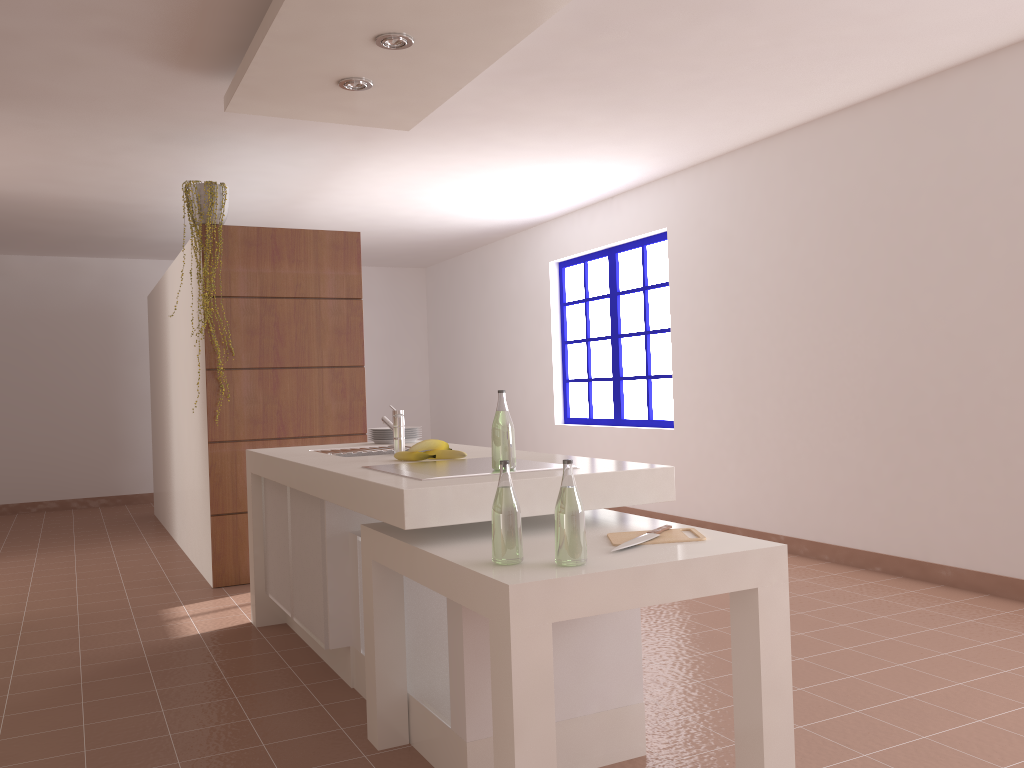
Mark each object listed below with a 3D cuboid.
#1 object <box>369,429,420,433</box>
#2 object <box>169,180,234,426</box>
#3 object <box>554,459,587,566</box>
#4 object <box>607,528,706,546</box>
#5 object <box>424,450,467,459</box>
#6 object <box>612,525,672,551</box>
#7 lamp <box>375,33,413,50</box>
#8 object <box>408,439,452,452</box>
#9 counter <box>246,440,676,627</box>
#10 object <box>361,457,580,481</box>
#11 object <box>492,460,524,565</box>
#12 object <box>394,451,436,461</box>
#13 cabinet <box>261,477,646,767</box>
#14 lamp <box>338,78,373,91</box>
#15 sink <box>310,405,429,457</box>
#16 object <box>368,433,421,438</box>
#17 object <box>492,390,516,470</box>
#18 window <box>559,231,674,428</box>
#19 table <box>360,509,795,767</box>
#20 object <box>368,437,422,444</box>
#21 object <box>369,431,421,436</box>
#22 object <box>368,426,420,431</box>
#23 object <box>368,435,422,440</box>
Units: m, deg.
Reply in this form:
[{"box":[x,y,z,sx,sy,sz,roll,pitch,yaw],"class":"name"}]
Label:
[{"box":[-0.561,0.229,4.239,0.228,0.020,0.228,-2,0,-45],"class":"object"},{"box":[-1.683,-0.441,4.898,0.279,1.344,0.297,-2,0,23],"class":"object"},{"box":[0.127,0.282,1.958,0.071,0.230,0.071,-2,0,45],"class":"object"},{"box":[0.365,0.388,2.256,0.266,0.006,0.168,-2,0,-10],"class":"object"},{"box":[-0.246,0.247,3.101,0.207,0.033,0.060,-2,0,18],"class":"object"},{"box":[0.332,0.383,2.210,0.041,0.008,0.375,-2,0,30],"class":"object"},{"box":[-0.443,-1.305,3.330,0.143,0.059,0.143,-2,0,1],"class":"lamp"},{"box":[-0.275,0.220,3.113,0.047,0.055,0.207,-2,0,40],"class":"object"},{"box":[-0.369,0.669,3.322,0.821,0.800,2.156,-2,0,-27],"class":"counter"},{"box":[-0.144,0.256,2.735,0.493,0.006,0.551,-2,0,-27],"class":"object"},{"box":[-0.013,0.287,1.997,0.071,0.230,0.071,-2,0,45],"class":"object"},{"box":[-0.351,0.250,3.078,0.207,0.033,0.060,-2,0,43],"class":"object"},{"box":[-0.338,0.718,3.274,0.737,0.700,2.048,-2,0,-27],"class":"cabinet"},{"box":[-0.667,-1.295,3.777,0.143,0.059,0.143,-2,0,1],"class":"lamp"},{"box":[-0.574,0.273,3.700,0.404,0.368,0.668,-2,0,-27],"class":"sink"},{"box":[-0.560,0.250,4.239,0.228,0.020,0.228,-2,0,-45],"class":"object"},{"box":[-0.026,0.132,2.566,0.071,0.230,0.071,-2,0,45],"class":"object"},{"box":[0.833,-0.378,7.097,0.035,1.430,1.699,-2,0,-27],"class":"window"},{"box":[0.109,0.724,2.382,0.737,0.647,1.003,-2,0,-27],"class":"table"},{"box":[-0.559,0.270,4.239,0.228,0.020,0.228,-2,0,-45],"class":"object"},{"box":[-0.560,0.240,4.239,0.228,0.020,0.228,-2,0,-45],"class":"object"},{"box":[-0.561,0.219,4.239,0.228,0.020,0.228,-2,0,-45],"class":"object"},{"box":[-0.560,0.260,4.239,0.228,0.020,0.228,-2,0,-45],"class":"object"}]
